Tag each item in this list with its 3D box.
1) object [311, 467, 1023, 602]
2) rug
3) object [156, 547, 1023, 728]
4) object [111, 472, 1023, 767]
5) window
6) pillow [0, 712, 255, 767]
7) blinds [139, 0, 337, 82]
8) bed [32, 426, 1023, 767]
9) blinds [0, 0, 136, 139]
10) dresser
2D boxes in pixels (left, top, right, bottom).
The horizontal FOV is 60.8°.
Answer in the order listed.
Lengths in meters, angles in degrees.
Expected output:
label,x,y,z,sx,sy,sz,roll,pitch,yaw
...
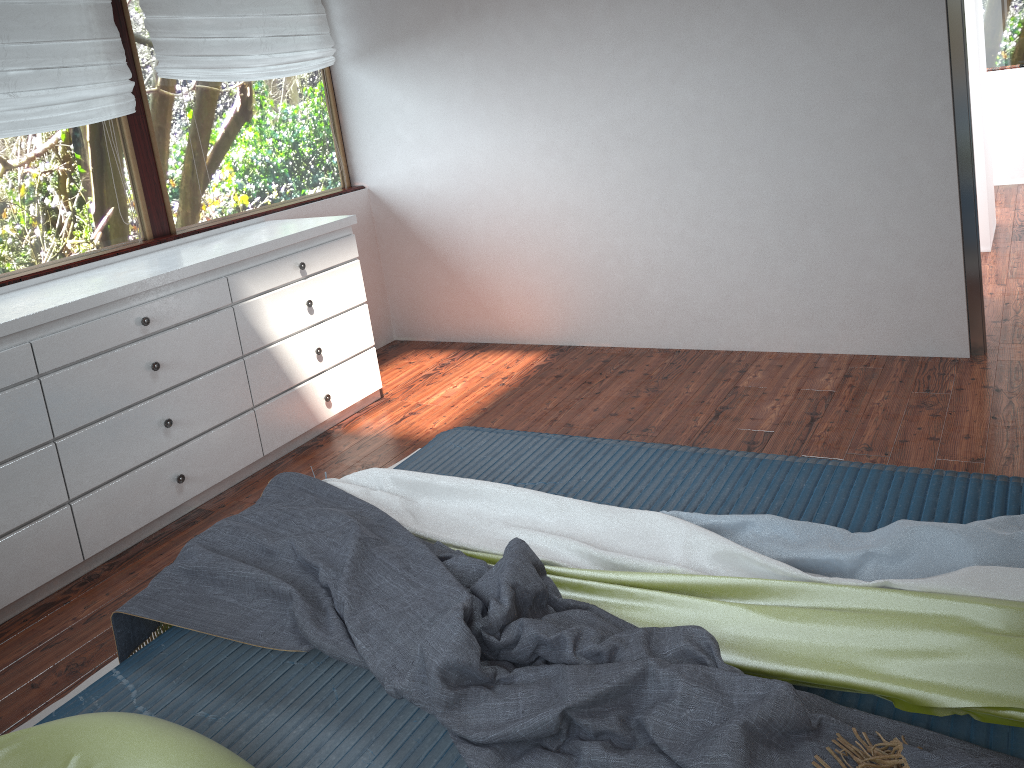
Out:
label,x,y,z,sx,sy,sz,roll,pitch,yaw
object,0.388,0.404,1.984,2.150,0.364,0.559,1,19,27
rug,0.310,0.640,2.006,2.711,0.047,1.876,3,22,31
object,0.184,0.586,1.707,2.101,0.433,0.511,1,18,28
object,0.007,0.516,1.530,2.136,0.392,0.651,8,23,40
window,1.192,-1.917,3.583,5.265,1.868,8.645,2,21,31
pillow,-0.181,0.628,1.059,1.378,0.212,0.323,3,20,31
blinds,-1.282,-1.770,4.329,0.053,0.504,1.271,-3,18,32
bed,0.024,0.485,1.539,2.139,0.743,2.681,3,21,32
blinds,-1.957,-1.222,3.208,0.053,0.622,1.277,-3,17,32
dresser,-1.677,0.194,2.904,0.615,0.849,3.246,-1,19,32
